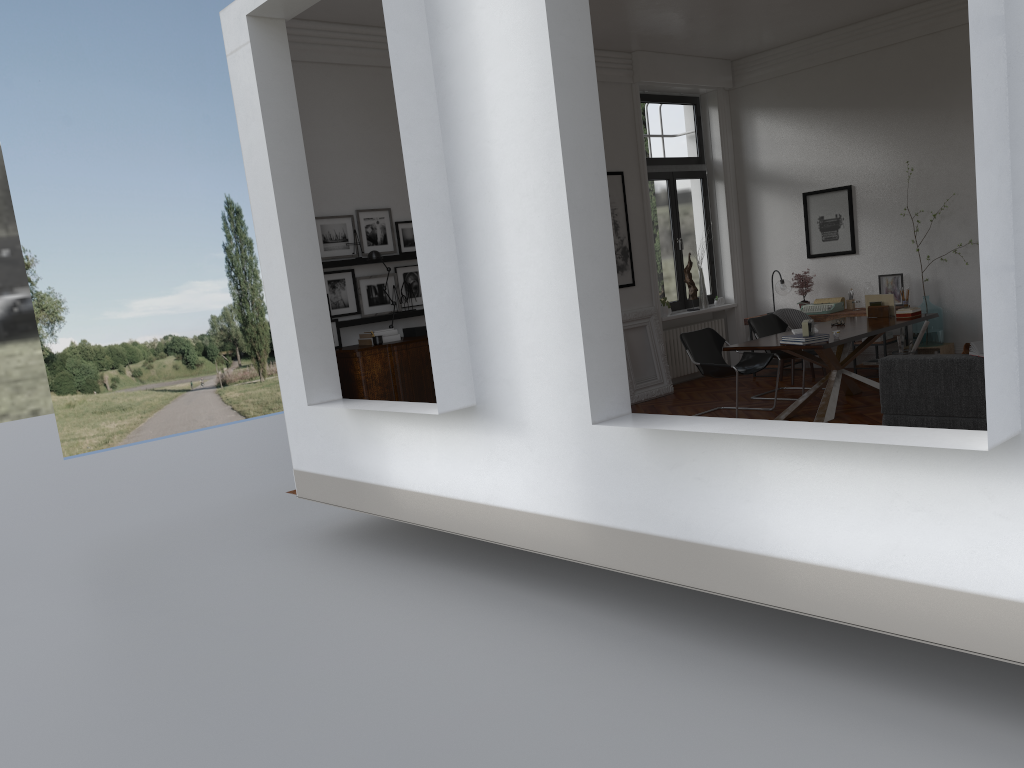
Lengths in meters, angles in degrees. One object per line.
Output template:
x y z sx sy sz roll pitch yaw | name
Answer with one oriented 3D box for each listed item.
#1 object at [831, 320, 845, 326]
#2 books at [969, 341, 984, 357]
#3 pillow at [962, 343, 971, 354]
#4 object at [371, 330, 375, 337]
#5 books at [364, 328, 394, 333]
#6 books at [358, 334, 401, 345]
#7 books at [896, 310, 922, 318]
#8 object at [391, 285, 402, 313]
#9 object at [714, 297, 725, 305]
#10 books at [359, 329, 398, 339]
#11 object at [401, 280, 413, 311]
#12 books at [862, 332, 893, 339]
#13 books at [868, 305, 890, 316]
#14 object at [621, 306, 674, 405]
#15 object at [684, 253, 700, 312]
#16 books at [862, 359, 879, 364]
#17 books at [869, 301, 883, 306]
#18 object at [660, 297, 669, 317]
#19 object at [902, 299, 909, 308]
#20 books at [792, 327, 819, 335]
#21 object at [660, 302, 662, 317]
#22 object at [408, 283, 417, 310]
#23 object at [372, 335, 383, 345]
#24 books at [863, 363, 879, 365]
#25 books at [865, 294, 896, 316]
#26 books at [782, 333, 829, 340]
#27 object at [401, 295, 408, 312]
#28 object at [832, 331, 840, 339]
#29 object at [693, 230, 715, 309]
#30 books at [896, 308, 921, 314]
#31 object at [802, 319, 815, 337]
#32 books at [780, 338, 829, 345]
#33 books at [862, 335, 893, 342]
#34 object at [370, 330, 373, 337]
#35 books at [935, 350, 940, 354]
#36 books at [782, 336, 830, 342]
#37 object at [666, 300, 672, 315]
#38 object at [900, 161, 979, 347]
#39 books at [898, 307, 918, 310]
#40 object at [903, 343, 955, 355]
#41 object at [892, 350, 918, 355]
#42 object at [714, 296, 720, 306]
3.266 -0.615 8.908 0.133 0.047 0.114 -5 7 13 | object
3.509 -0.262 6.459 0.225 0.096 0.278 -7 7 1 | books
3.637 -0.181 6.775 0.469 0.398 0.329 -7 8 -3 | pillow
-1.163 -0.401 7.476 0.050 0.119 0.010 -13 10 -37 | object
-1.163 -0.463 7.738 0.200 0.014 0.179 -13 9 -40 | books
-1.162 -0.386 7.763 0.294 0.057 0.229 -13 9 -40 | books
3.986 -0.703 8.906 0.215 0.040 0.159 -13 9 -38 | books
-1.070 -0.781 8.167 0.123 0.261 0.040 -14 11 -40 | object
2.770 -1.104 11.843 0.132 0.098 0.134 -4 8 19 | object
-1.171 -0.436 7.761 0.239 0.044 0.254 -13 9 -40 | books
-0.982 -0.822 8.253 0.118 0.300 0.040 -14 11 -40 | object
4.154 -0.556 10.088 0.308 0.038 0.225 -13 9 -40 | books
3.778 -0.746 9.136 0.028 0.125 0.221 -14 10 -40 | books
1.527 -0.340 10.419 0.828 1.065 0.233 -14 11 -40 | object
2.279 -1.305 11.307 0.165 0.756 0.142 -7 8 2 | object
4.178 -0.261 10.160 0.267 0.014 0.196 -11 8 -29 | books
3.781 -0.776 9.194 0.040 0.158 0.128 -14 10 -40 | books
1.869 -0.948 10.898 0.098 0.245 0.102 -3 9 27 | object
3.976 -0.812 8.951 0.058 0.091 0.058 -1 10 36 | object
2.857 -0.516 8.639 0.231 0.026 0.324 -5 7 14 | books
1.825 -0.937 10.974 0.051 0.214 0.051 -8 8 -6 | object
-0.947 -0.816 8.321 0.110 0.263 0.040 -14 11 -40 | object
-1.137 -0.368 7.512 0.091 0.077 0.091 -4 8 22 | object
4.180 -0.246 10.163 0.267 0.014 0.196 -13 9 -41 | books
3.821 -0.817 9.202 0.043 0.240 0.310 -14 10 -40 | books
2.581 -0.420 7.807 0.250 0.017 0.343 -9 7 -15 | books
-0.995 -0.743 8.198 0.066 0.161 0.040 -14 11 -40 | object
2.843 -0.432 7.788 0.082 0.065 0.064 -10 8 -20 | object
2.484 -1.501 11.444 0.295 1.057 0.289 -13 10 -37 | object
3.985 -0.737 8.910 0.207 0.029 0.164 -14 10 -42 | books
2.604 -0.493 7.790 0.082 0.126 0.274 -4 8 23 | object
2.571 -0.381 7.817 0.264 0.027 0.346 -9 7 -15 | books
4.157 -0.520 10.081 0.308 0.038 0.225 -13 9 -41 | books
-1.173 -0.396 7.499 0.045 0.139 0.010 -15 11 -43 | object
4.733 -0.249 9.822 0.187 0.258 0.054 -14 10 -39 | books
2.583 -0.404 7.809 0.250 0.017 0.343 -9 7 -15 | books
1.952 -0.956 11.117 0.097 0.186 0.099 -10 8 -18 | object
4.714 -1.457 9.735 0.808 2.064 0.352 -2 10 30 | object
3.984 -0.758 8.923 0.159 0.008 0.128 -13 9 -39 | books
4.691 -0.280 9.987 0.340 0.317 0.435 -14 10 -40 | object
4.362 -0.212 9.830 0.261 0.306 0.260 -5 8 14 | object
2.695 -1.092 11.666 0.072 0.134 0.072 -9 8 -15 | object
